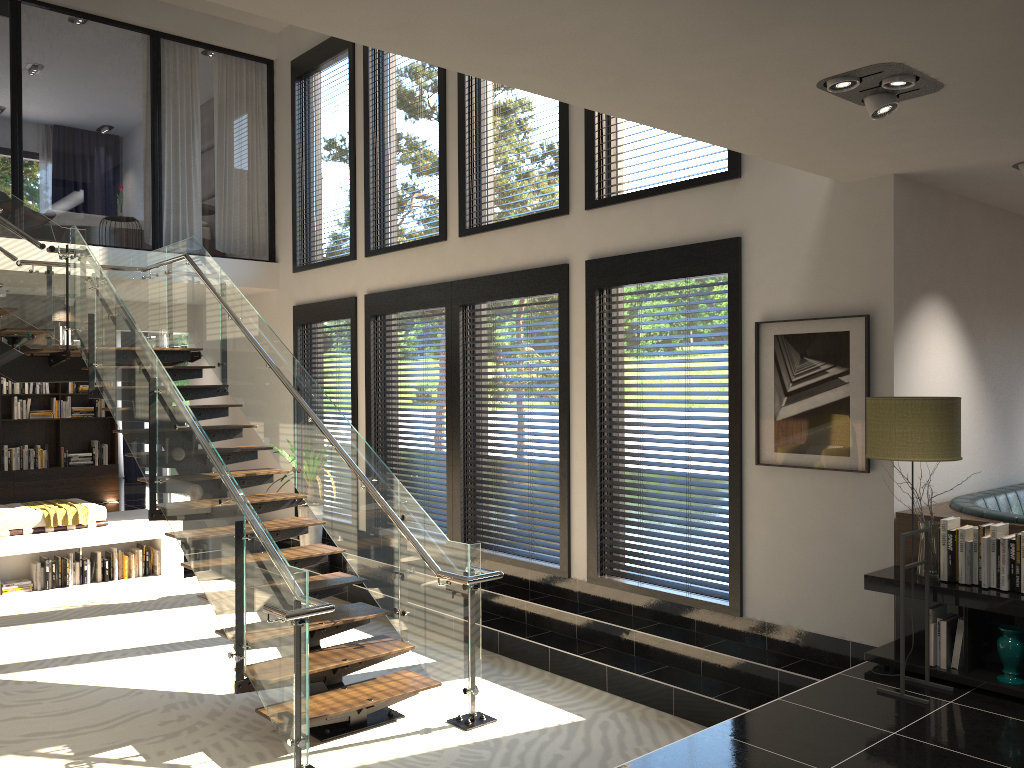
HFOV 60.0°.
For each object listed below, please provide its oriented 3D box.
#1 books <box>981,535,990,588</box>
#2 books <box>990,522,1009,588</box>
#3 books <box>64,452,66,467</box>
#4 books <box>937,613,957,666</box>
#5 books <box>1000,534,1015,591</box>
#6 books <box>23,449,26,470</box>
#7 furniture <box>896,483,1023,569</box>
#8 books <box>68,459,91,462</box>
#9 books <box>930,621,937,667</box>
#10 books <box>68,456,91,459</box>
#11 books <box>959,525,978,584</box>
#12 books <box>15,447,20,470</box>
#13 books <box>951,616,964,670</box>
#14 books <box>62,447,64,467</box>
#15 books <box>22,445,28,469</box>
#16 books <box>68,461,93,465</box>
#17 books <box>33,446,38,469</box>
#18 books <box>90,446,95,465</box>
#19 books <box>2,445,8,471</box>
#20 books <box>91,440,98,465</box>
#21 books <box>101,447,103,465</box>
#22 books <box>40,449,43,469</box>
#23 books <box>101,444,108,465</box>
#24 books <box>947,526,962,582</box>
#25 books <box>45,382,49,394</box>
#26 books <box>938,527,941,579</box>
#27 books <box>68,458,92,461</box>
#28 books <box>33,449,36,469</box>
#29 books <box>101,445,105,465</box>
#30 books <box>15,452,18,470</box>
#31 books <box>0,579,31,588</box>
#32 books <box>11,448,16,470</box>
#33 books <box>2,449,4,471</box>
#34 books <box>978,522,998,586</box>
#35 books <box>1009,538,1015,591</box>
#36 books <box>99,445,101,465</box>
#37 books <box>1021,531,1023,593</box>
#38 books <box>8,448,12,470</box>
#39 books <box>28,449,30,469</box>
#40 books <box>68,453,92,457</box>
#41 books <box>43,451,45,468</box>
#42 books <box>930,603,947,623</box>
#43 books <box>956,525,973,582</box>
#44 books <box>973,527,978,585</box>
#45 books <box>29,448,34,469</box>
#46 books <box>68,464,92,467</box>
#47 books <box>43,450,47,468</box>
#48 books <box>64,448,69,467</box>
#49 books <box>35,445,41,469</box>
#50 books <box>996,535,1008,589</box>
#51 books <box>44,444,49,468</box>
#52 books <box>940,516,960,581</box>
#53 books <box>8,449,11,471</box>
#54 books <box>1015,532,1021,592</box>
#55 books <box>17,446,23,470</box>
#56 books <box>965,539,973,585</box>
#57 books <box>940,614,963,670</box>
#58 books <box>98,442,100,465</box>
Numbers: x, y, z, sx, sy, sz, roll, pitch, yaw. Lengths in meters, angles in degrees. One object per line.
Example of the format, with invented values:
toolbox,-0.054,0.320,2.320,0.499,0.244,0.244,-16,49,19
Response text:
books,2.399,0.878,4.433,0.202,0.255,0.025,-1,1,-41
books,2.432,0.852,4.424,0.155,0.306,0.032,-1,1,-41
books,-5.806,0.973,11.477,0.025,0.199,0.149,-1,1,-41
books,2.237,1.313,4.560,0.166,0.245,0.030,-1,1,-41
books,2.464,0.878,4.379,0.194,0.255,0.034,-1,1,-41
books,-6.152,0.947,11.160,0.025,0.255,0.202,-1,1,-41
furniture,3.594,1.088,5.337,2.609,0.822,1.365,0,0,-41
books,-5.675,1.004,11.616,0.250,0.026,0.148,0,0,-44
books,2.195,1.327,4.559,0.196,0.218,0.023,-1,1,-41
books,-5.675,0.954,11.614,0.148,0.026,0.251,0,0,45
books,2.326,0.868,4.523,0.160,0.276,0.030,-1,1,-41
books,-6.214,0.934,11.140,0.031,0.280,0.141,-1,1,-41
books,2.297,1.305,4.500,0.159,0.261,0.067,-1,1,-41
books,-5.834,0.941,11.471,0.024,0.264,0.174,-1,1,-41
books,-6.144,0.921,11.192,0.032,0.306,0.155,-1,1,-41
books,-5.668,1.032,11.608,0.286,0.030,0.176,0,0,-42
books,-6.050,0.934,11.261,0.028,0.280,0.154,-1,1,-41
books,-5.538,0.948,11.705,0.026,0.247,0.149,-1,1,-41
books,-6.306,0.919,11.027,0.035,0.312,0.160,-1,1,-41
books,-5.519,0.909,11.724,0.030,0.326,0.195,-1,1,-41
books,-5.467,0.954,11.780,0.022,0.234,0.178,-1,1,-41
books,-6.006,0.949,11.290,0.028,0.250,0.162,-1,1,-41
books,-5.423,0.934,11.799,0.025,0.274,0.204,-1,1,-41
books,2.296,0.875,4.569,0.173,0.262,0.030,-1,1,-41
books,-5.975,0.014,11.365,0.046,0.219,0.145,-1,1,-41
books,2.273,0.875,4.632,0.156,0.263,0.026,-1,1,-41
books,-5.667,0.979,11.605,0.167,0.024,0.263,0,0,44
books,-6.075,0.949,11.247,0.029,0.250,0.142,-1,1,-41
books,-5.445,0.944,11.789,0.023,0.254,0.191,-1,1,-41
books,-6.229,0.967,11.114,0.025,0.214,0.170,-1,1,-41
books,-4.869,1.951,8.690,0.249,0.026,0.148,0,0,-44
books,-6.242,0.937,11.087,0.030,0.276,0.160,-1,1,-41
books,-6.351,0.944,11.034,0.026,0.263,0.156,-1,1,-41
books,2.399,0.857,4.470,0.169,0.298,0.032,-1,1,-41
books,2.487,0.880,4.356,0.142,0.250,0.029,-1,1,-41
books,-5.486,0.938,11.768,0.023,0.267,0.147,-1,1,-41
books,2.522,0.857,4.315,0.177,0.294,0.025,-1,1,-41
books,-6.280,0.938,11.088,0.025,0.274,0.150,-1,1,-41
books,-6.115,0.951,11.201,0.023,0.246,0.149,-1,1,-41
books,-5.665,0.926,11.602,0.288,0.030,0.175,0,0,-37
books,-5.998,0.963,11.323,0.026,0.221,0.145,-1,1,-41
books,2.204,1.294,4.602,0.176,0.284,0.030,-1,1,-41
books,2.327,0.869,4.560,0.150,0.274,0.025,-1,1,-41
books,2.379,0.866,4.495,0.141,0.280,0.031,-1,1,-41
books,-6.098,0.947,11.225,0.034,0.255,0.194,-1,1,-41
books,-5.673,1.060,11.614,0.273,0.025,0.156,0,0,-43
books,-5.979,0.960,11.340,0.026,0.227,0.129,-1,1,-41
books,-5.781,0.954,11.488,0.026,0.238,0.159,-1,1,-41
books,-6.034,0.927,11.283,0.025,0.294,0.177,-1,1,-41
books,2.441,0.882,4.396,0.149,0.246,0.023,-1,1,-41
books,-5.968,0.920,11.363,0.022,0.307,0.131,-1,1,-41
books,2.267,0.851,4.587,0.160,0.312,0.035,-1,1,-41
books,-6.288,0.944,11.057,0.030,0.262,0.173,-1,1,-41
books,2.500,0.865,4.331,0.154,0.280,0.028,-1,1,-41
books,-6.190,0.926,11.159,0.032,0.298,0.169,-1,1,-41
books,2.353,0.899,4.510,0.170,0.214,0.025,-1,1,-41
books,2.239,1.314,4.519,0.194,0.244,0.036,-1,1,-41
books,-5.499,0.916,11.744,0.027,0.311,0.148,-1,1,-41
